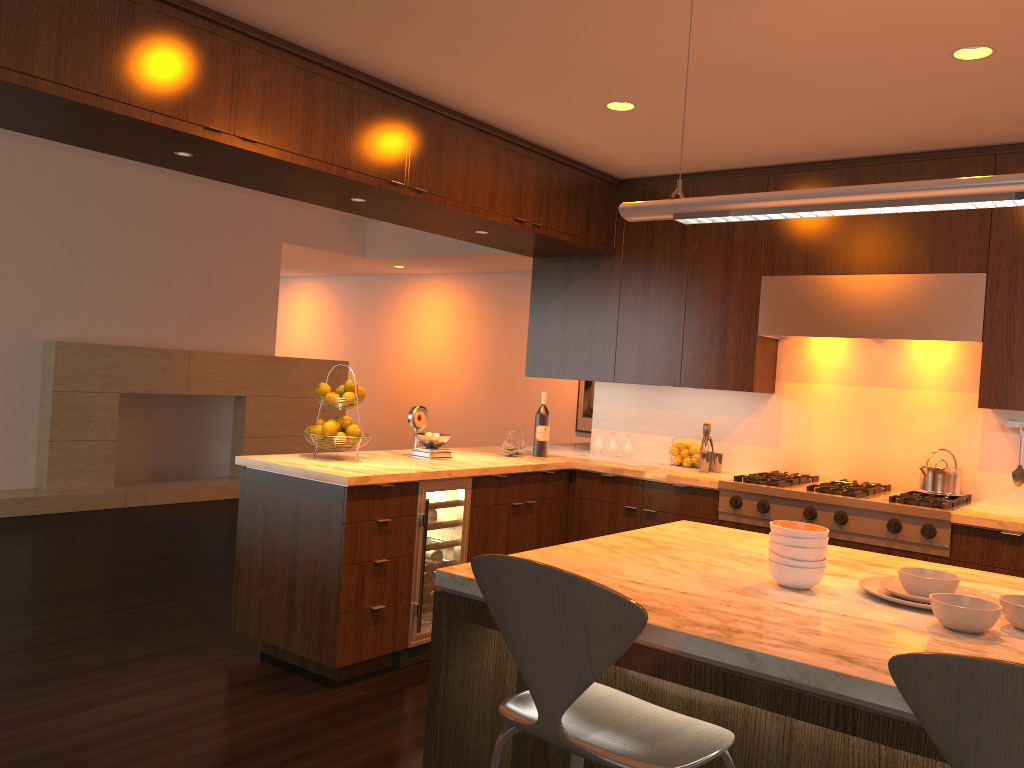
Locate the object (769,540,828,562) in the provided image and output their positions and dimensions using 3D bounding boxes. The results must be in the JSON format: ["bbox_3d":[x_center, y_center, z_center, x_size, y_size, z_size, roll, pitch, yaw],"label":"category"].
[{"bbox_3d":[0.696,0.418,2.162,0.140,0.062,0.139,4,1,38],"label":"object"}]

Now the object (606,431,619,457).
[{"bbox_3d":[0.623,0.372,5.492,0.079,0.154,0.079,4,1,20],"label":"object"}]

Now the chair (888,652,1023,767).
[{"bbox_3d":[0.821,0.905,1.365,0.520,1.047,0.506,4,1,38],"label":"chair"}]

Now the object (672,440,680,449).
[{"bbox_3d":[0.957,0.353,5.147,0.052,0.060,0.057,3,1,-31],"label":"object"}]

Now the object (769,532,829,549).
[{"bbox_3d":[0.697,0.397,2.162,0.140,0.064,0.139,4,1,12],"label":"object"}]

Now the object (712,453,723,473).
[{"bbox_3d":[1.137,0.437,4.910,0.060,0.106,0.060,4,1,-20],"label":"object"}]

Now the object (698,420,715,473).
[{"bbox_3d":[1.058,0.341,4.884,0.101,0.288,0.088,4,1,-22],"label":"object"}]

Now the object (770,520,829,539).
[{"bbox_3d":[0.699,0.375,2.163,0.139,0.062,0.140,3,1,-44],"label":"object"}]

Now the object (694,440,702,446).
[{"bbox_3d":[1.088,0.355,5.177,0.050,0.060,0.059,4,1,-20],"label":"object"}]

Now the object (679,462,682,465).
[{"bbox_3d":[0.968,0.446,5.167,0.061,0.053,0.053,4,1,23],"label":"object"}]

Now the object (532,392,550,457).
[{"bbox_3d":[0.176,0.234,5.162,0.095,0.378,0.094,4,1,-27],"label":"object"}]

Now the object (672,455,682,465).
[{"bbox_3d":[0.953,0.439,5.112,0.060,0.057,0.052,4,1,-18],"label":"object"}]

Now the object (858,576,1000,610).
[{"bbox_3d":[0.989,0.505,2.111,0.310,0.021,0.309,4,1,38],"label":"object"}]

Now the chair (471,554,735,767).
[{"bbox_3d":[0.170,0.856,1.817,0.520,1.047,0.506,5,1,43],"label":"chair"}]

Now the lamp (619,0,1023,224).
[{"bbox_3d":[1.327,-0.755,1.742,2.465,0.765,0.120,4,1,38],"label":"lamp"}]

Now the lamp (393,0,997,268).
[{"bbox_3d":[-2.805,-1.584,8.361,16.431,0.171,5.868,4,1,37],"label":"lamp"}]

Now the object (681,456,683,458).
[{"bbox_3d":[0.998,0.446,5.220,0.053,0.053,0.061,4,1,26],"label":"object"}]

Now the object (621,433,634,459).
[{"bbox_3d":[0.709,0.378,5.423,0.079,0.154,0.079,4,1,20],"label":"object"}]

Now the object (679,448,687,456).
[{"bbox_3d":[0.991,0.392,5.149,0.064,0.053,0.051,4,1,-17],"label":"object"}]

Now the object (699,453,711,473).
[{"bbox_3d":[1.058,0.432,4.871,0.060,0.106,0.060,4,1,-20],"label":"object"}]

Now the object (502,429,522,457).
[{"bbox_3d":[-0.002,0.337,5.030,0.112,0.151,0.112,3,1,-34],"label":"object"}]

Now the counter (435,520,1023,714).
[{"bbox_3d":[1.280,0.558,1.770,2.711,0.038,1.280,4,1,38],"label":"counter"}]

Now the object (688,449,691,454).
[{"bbox_3d":[1.048,0.383,5.170,0.055,0.051,0.061,4,1,-25],"label":"object"}]

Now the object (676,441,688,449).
[{"bbox_3d":[0.977,0.351,5.098,0.063,0.051,0.053,4,1,28],"label":"object"}]

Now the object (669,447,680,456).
[{"bbox_3d":[0.940,0.391,5.122,0.063,0.051,0.053,4,1,39],"label":"object"}]

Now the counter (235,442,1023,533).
[{"bbox_3d":[1.108,0.515,4.294,3.616,0.038,3.187,4,1,38],"label":"counter"}]

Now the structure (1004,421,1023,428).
[{"bbox_3d":[2.574,0.206,4.085,0.541,0.031,0.048,4,1,41],"label":"structure"}]

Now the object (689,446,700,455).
[{"bbox_3d":[1.045,0.379,5.071,0.061,0.052,0.053,4,1,-6],"label":"object"}]

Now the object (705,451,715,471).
[{"bbox_3d":[1.108,0.435,4.979,0.060,0.106,0.060,4,1,-20],"label":"object"}]

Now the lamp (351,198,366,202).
[{"bbox_3d":[-0.706,-0.846,4.073,0.068,0.004,0.068,4,1,18],"label":"lamp"}]

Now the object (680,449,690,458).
[{"bbox_3d":[0.994,0.397,5.093,0.052,0.053,0.062,5,1,43],"label":"object"}]

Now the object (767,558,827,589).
[{"bbox_3d":[0.693,0.465,2.164,0.140,0.059,0.139,4,1,29],"label":"object"}]

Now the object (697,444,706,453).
[{"bbox_3d":[1.089,0.370,5.110,0.051,0.053,0.063,4,1,-6],"label":"object"}]

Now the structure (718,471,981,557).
[{"bbox_3d":[1.695,0.521,4.430,1.067,0.422,0.824,4,1,38],"label":"structure"}]

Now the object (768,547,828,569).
[{"bbox_3d":[0.695,0.440,2.163,0.140,0.068,0.139,4,1,21],"label":"object"}]

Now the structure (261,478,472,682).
[{"bbox_3d":[1.121,0.981,4.346,3.400,0.862,3.060,4,1,38],"label":"structure"}]

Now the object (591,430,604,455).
[{"bbox_3d":[0.539,0.365,5.560,0.079,0.154,0.079,4,1,20],"label":"object"}]

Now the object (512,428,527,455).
[{"bbox_3d":[0.034,0.337,5.180,0.112,0.151,0.112,3,1,-34],"label":"object"}]

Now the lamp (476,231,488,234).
[{"bbox_3d":[-0.162,-0.818,4.778,0.068,0.004,0.068,4,1,18],"label":"lamp"}]

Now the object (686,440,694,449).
[{"bbox_3d":[1.024,0.350,5.135,0.051,0.053,0.063,4,1,-18],"label":"object"}]
